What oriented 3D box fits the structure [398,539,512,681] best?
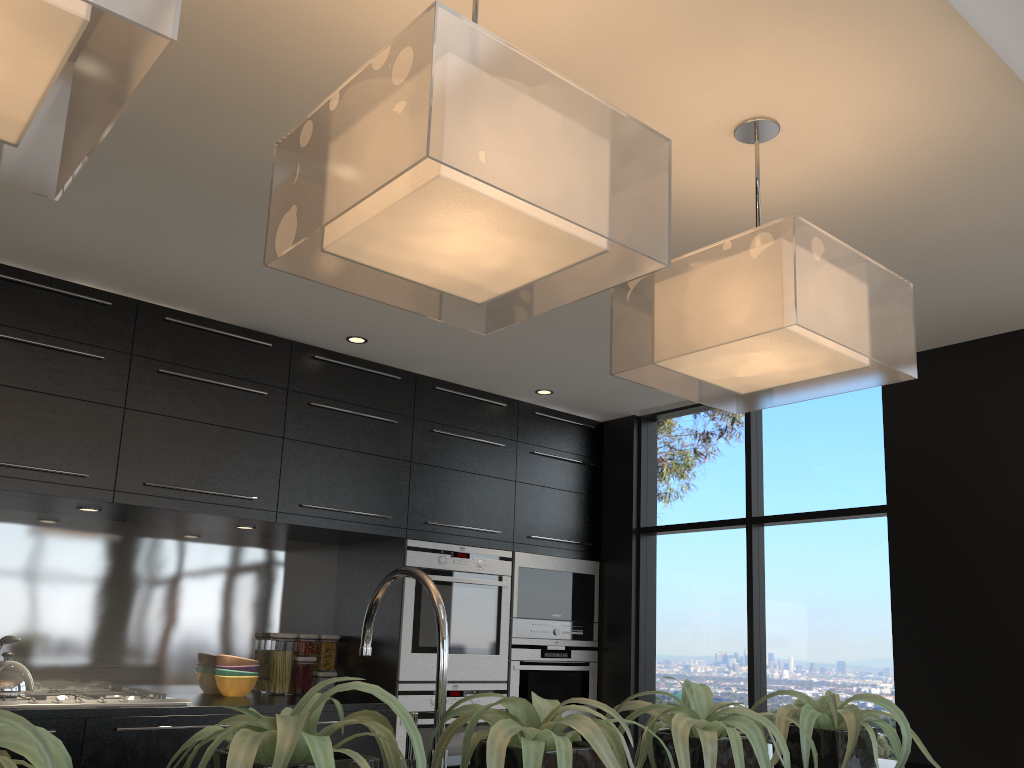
[{"bbox_3d":[-0.289,1.211,4.679,0.708,0.693,0.086,14,-16,-39],"label":"structure"}]

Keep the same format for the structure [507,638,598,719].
[{"bbox_3d":[0.245,1.692,5.056,0.685,0.436,0.071,14,-16,-39],"label":"structure"}]

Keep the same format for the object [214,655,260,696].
[{"bbox_3d":[-1.382,1.463,4.430,0.207,0.201,0.187,13,-17,-38],"label":"object"}]

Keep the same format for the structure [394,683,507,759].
[{"bbox_3d":[-0.316,1.904,4.543,0.708,0.693,0.086,14,-16,-39],"label":"structure"}]

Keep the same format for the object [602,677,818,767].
[{"bbox_3d":[0.368,0.633,1.524,0.407,0.234,0.405,6,-15,-15],"label":"object"}]

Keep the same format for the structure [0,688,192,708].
[{"bbox_3d":[-1.885,1.331,3.714,0.910,0.065,0.526,15,-21,-38],"label":"structure"}]

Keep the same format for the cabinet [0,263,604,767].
[{"bbox_3d":[-1.864,0.914,3.793,5.789,2.475,0.735,15,-17,-39],"label":"cabinet"}]

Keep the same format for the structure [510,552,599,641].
[{"bbox_3d":[0.263,1.245,5.143,0.683,0.464,0.027,14,-16,-39],"label":"structure"}]

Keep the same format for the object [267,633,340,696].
[{"bbox_3d":[-1.109,1.490,4.696,0.369,0.309,0.115,14,-16,-39],"label":"object"}]

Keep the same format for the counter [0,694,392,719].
[{"bbox_3d":[-1.898,1.357,3.724,2.892,0.033,0.738,15,-21,-38],"label":"counter"}]

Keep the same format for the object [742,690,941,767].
[{"bbox_3d":[0.625,0.737,1.809,0.398,0.213,0.414,6,-16,-14],"label":"object"}]

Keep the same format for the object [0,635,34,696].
[{"bbox_3d":[-2.019,1.121,3.525,0.223,0.225,0.224,-10,-18,41],"label":"object"}]

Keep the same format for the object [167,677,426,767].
[{"bbox_3d":[-0.265,0.466,1.030,0.398,0.234,0.414,6,-15,-14],"label":"object"}]

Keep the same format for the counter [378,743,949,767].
[{"bbox_3d":[-0.104,0.747,1.504,3.148,0.031,1.192,15,-21,-38],"label":"counter"}]

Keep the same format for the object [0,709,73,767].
[{"bbox_3d":[-0.593,0.384,0.790,0.407,0.234,0.405,6,-15,-15],"label":"object"}]

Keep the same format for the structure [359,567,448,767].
[{"bbox_3d":[-0.298,0.874,1.712,2.807,0.998,0.662,15,-18,-39],"label":"structure"}]

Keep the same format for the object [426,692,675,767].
[{"bbox_3d":[0.082,0.564,1.283,0.407,0.213,0.405,6,-16,-14],"label":"object"}]
